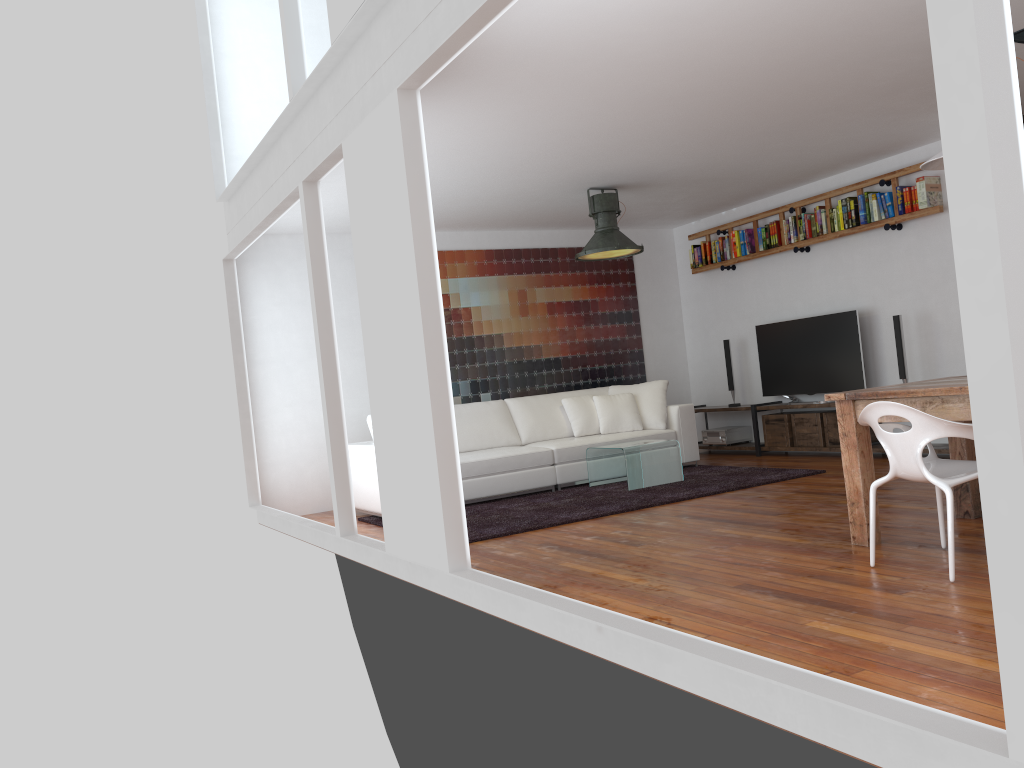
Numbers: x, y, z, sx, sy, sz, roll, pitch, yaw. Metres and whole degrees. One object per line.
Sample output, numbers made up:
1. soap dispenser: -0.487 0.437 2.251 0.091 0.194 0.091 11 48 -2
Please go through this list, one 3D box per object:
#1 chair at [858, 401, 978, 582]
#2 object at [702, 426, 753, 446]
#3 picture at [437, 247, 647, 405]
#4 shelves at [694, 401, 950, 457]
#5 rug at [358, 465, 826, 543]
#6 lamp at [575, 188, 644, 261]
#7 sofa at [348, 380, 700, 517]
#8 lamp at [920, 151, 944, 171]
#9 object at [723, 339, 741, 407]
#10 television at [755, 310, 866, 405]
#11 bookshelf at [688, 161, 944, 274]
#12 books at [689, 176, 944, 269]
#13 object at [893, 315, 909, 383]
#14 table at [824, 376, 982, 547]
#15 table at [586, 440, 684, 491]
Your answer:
1. chair: 1.762 0.398 3.677 0.505 0.710 0.577 -6 0 -23
2. object: 2.242 0.543 9.240 0.400 0.170 0.350 -6 0 -29
3. picture: 0.209 -0.317 9.033 2.770 2.136 0.007 -6 0 -28
4. shelves: 2.807 0.404 8.194 0.414 0.506 3.473 -6 0 -28
5. rug: 0.611 0.884 7.018 3.193 0.019 1.895 -6 0 -28
6. lamp: 0.786 -1.355 7.426 0.572 0.561 0.572 -6 0 -23
7. sofa: 0.116 0.523 7.864 3.086 0.842 0.987 -6 0 -28
8. lamp: 2.068 -1.042 4.058 0.372 0.306 0.372 -6 0 -34
9. object: 2.236 -0.111 9.052 0.089 0.687 0.089 -6 0 -43
10. television: 2.746 -0.218 8.195 0.298 0.786 1.230 -6 0 -28
11. bookshelf: 2.678 -1.453 8.262 0.161 0.465 2.983 -6 0 -28
12. books: 3.430 -2.396 7.187 0.733 1.974 5.671 -6 0 -39
13. object: 3.185 -0.219 7.226 0.089 0.687 0.089 -6 0 -18
14. table: 2.412 0.318 3.675 0.969 0.735 1.910 -6 0 -28
15. table: 1.009 0.663 7.354 0.551 0.337 0.565 -6 0 -28
